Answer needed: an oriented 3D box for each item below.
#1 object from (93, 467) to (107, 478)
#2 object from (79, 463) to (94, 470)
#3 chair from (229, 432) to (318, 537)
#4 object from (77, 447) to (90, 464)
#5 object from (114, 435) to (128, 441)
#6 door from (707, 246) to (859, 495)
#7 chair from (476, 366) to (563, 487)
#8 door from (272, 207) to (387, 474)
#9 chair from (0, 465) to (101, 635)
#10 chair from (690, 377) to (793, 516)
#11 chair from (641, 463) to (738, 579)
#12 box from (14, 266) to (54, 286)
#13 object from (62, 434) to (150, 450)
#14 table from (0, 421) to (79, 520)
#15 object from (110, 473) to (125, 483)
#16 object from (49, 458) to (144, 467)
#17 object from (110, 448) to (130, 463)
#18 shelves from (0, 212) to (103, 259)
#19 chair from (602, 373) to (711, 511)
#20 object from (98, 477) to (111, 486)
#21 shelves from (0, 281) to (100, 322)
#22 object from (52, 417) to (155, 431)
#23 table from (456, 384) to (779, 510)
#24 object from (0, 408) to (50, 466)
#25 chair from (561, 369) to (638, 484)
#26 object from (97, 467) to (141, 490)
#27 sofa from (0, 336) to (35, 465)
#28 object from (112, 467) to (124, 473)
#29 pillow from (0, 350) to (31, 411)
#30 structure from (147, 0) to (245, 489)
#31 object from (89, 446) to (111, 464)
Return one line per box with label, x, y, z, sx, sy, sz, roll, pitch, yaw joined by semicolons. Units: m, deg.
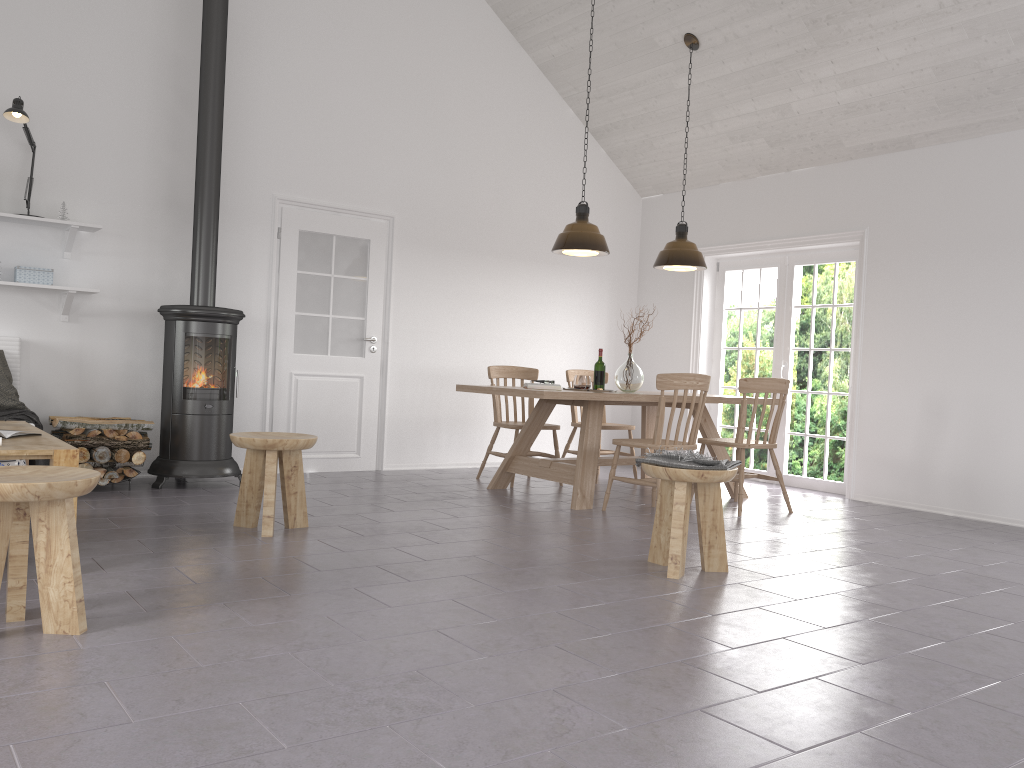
object;-2.647;0.535;5.590;0.057;0.050;0.561;2;1;-36
object;-2.725;0.538;5.577;0.118;0.142;0.520;2;1;-33
chair;-1.214;0.499;4.489;0.431;0.479;0.431;2;1;-40
object;-2.753;0.420;5.550;0.103;0.107;0.516;2;1;-38
object;-2.530;0.313;5.624;0.059;0.048;0.529;2;1;-36
door;2.314;-0.126;7.641;0.115;2.024;1.571;2;1;-36
chair;0.083;0.314;6.898;0.506;0.902;0.519;2;1;-31
door;-1.422;-0.309;6.909;0.902;2.013;0.101;2;1;-36
chair;-1.499;0.512;2.701;0.431;0.479;0.431;2;1;-39
chair;1.572;0.400;6.060;0.506;0.902;0.519;2;1;-31
chair;0.789;0.605;4.015;0.431;0.479;0.431;3;1;-20
box;-3.007;-0.674;5.575;0.202;0.110;0.137;2;1;-36
object;-2.500;0.358;5.467;0.480;0.104;0.126;2;1;-35
table;-2.324;0.451;3.787;0.607;0.485;1.457;2;1;-36
object;-2.571;0.571;5.685;0.096;0.067;0.467;2;1;-36
object;-2.602;0.490;5.570;0.539;0.070;0.101;2;1;-35
object;-2.564;0.436;5.660;0.102;0.102;0.561;2;1;-37
shelves;-3.431;-0.941;5.238;1.820;0.212;0.269;2;1;-36
chair;0.933;0.375;5.593;0.506;0.902;0.519;2;1;-36
object;-2.641;0.575;5.611;0.095;0.063;0.562;2;1;-36
shelves;-3.451;-0.531;5.244;1.820;0.212;0.269;2;1;-36
object;-2.519;0.249;5.482;0.571;0.079;0.115;2;1;-36
table;0.811;0.432;6.526;2.300;0.749;1.001;2;1;-36
object;-3.340;0.369;4.903;0.716;0.508;1.449;4;1;43
chair;0.722;0.338;7.366;0.506;0.902;0.519;2;1;-36
object;-2.651;0.591;5.630;0.456;0.118;0.478;2;1;-36
sofa;-3.138;0.195;3.916;2.017;0.932;2.855;2;1;-36
object;-2.552;0.527;5.658;0.046;0.033;0.425;2;1;-36
pillow;-3.162;-0.018;5.207;0.334;0.395;0.519;3;1;32
structure;-2.043;-1.771;5.922;0.626;4.887;0.643;3;1;30
object;-2.647;0.423;5.599;0.110;0.109;0.463;2;1;-38
